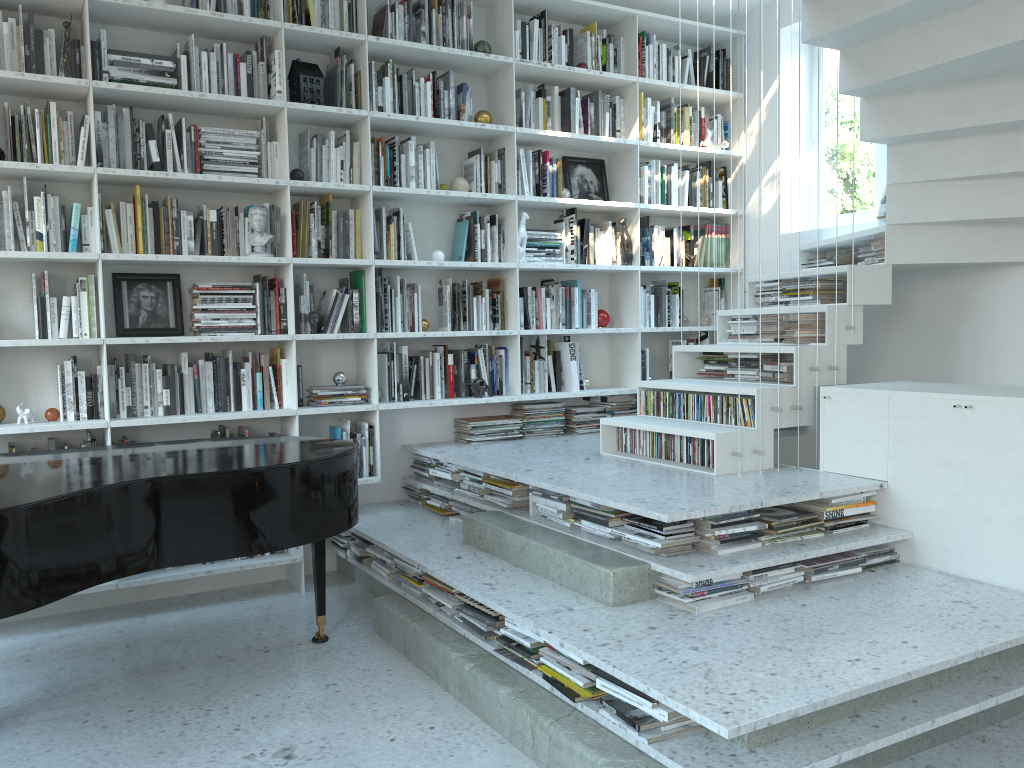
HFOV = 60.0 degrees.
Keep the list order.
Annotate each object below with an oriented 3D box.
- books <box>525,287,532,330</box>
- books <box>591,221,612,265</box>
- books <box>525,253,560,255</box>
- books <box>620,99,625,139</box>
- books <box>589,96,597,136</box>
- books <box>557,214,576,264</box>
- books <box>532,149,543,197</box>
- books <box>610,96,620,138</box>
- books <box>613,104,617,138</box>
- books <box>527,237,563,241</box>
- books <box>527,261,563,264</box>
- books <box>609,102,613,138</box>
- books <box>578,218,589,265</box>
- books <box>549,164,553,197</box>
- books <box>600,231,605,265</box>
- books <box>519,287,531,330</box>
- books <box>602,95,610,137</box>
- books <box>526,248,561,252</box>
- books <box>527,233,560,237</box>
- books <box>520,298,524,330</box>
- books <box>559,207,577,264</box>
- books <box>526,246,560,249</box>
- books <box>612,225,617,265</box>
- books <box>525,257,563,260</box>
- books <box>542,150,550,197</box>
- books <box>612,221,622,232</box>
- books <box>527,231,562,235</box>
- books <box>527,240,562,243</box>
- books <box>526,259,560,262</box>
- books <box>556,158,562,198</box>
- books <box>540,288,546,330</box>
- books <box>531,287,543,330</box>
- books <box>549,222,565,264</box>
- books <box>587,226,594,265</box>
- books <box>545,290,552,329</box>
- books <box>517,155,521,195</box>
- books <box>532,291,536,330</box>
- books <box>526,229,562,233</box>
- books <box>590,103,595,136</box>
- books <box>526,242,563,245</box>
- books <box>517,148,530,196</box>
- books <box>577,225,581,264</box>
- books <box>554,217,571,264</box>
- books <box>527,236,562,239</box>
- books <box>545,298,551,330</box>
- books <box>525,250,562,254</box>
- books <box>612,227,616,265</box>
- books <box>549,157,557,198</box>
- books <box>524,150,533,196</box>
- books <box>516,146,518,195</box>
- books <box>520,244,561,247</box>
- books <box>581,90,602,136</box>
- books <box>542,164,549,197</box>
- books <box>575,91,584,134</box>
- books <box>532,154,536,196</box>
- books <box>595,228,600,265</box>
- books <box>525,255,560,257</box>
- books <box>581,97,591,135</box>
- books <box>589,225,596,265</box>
[{"bbox_3d":[0.069,-0.438,5.156,0.024,0.247,0.143,-3,5,-29],"label":"books"},{"bbox_3d":[0.543,-0.841,5.382,0.021,0.271,0.191,-3,5,-29],"label":"books"},{"bbox_3d":[0.130,-0.752,5.174,0.254,0.012,0.160,-3,4,-27],"label":"books"},{"bbox_3d":[0.626,-1.578,5.395,0.031,0.265,0.169,-3,5,-29],"label":"books"},{"bbox_3d":[0.450,-1.568,5.297,0.023,0.264,0.156,-3,5,-29],"label":"books"},{"bbox_3d":[0.322,-0.844,5.253,0.011,0.300,0.184,-3,5,-29],"label":"books"},{"bbox_3d":[0.125,-1.196,5.134,0.012,0.288,0.176,-3,5,-29],"label":"books"},{"bbox_3d":[0.600,-1.586,5.382,0.026,0.284,0.147,-3,5,-29],"label":"books"},{"bbox_3d":[0.578,-1.560,5.376,0.022,0.234,0.158,-3,5,-29],"label":"books"},{"bbox_3d":[0.134,-0.836,5.163,0.285,0.012,0.159,-3,4,-34],"label":"books"},{"bbox_3d":[0.133,-0.703,5.173,0.285,0.012,0.159,-3,4,-25],"label":"books"},{"bbox_3d":[0.548,-1.562,5.348,0.030,0.241,0.162,-3,5,-29],"label":"books"},{"bbox_3d":[0.394,-0.839,5.307,0.059,0.282,0.167,-3,5,-29],"label":"books"},{"bbox_3d":[0.185,-1.162,5.173,0.033,0.213,0.152,-3,5,-29],"label":"books"},{"bbox_3d":[0.511,-0.812,5.393,0.025,0.213,0.155,-3,5,-29],"label":"books"},{"bbox_3d":[0.043,-0.434,5.129,0.047,0.244,0.177,-3,5,-29],"label":"books"},{"bbox_3d":[0.523,-1.575,5.324,0.036,0.272,0.177,-3,5,-29],"label":"books"},{"bbox_3d":[0.133,-0.775,5.167,0.254,0.012,0.161,-3,4,-34],"label":"books"},{"bbox_3d":[0.131,-0.860,5.168,0.254,0.012,0.160,-3,4,-27],"label":"books"},{"bbox_3d":[0.019,-0.403,5.121,0.022,0.184,0.162,-3,4,-29],"label":"books"},{"bbox_3d":[0.331,-0.864,5.256,0.010,0.339,0.180,-3,5,-29],"label":"books"},{"bbox_3d":[0.128,-0.788,5.175,0.254,0.012,0.160,-3,4,-29],"label":"books"},{"bbox_3d":[0.590,-0.837,5.428,0.024,0.255,0.145,-3,5,-29],"label":"books"},{"bbox_3d":[0.134,-0.727,5.169,0.285,0.012,0.159,-3,4,-24],"label":"books"},{"bbox_3d":[0.166,-1.197,5.155,0.014,0.285,0.175,-3,5,-29],"label":"books"},{"bbox_3d":[0.648,-0.856,5.478,0.029,0.284,0.138,-3,5,-29],"label":"books"},{"bbox_3d":[0.130,-0.873,5.167,0.285,0.012,0.159,-3,4,-31],"label":"books"},{"bbox_3d":[0.131,-0.824,5.170,0.285,0.012,0.159,-3,4,-27],"label":"books"},{"bbox_3d":[0.132,-0.715,5.173,0.254,0.012,0.161,-3,4,-33],"label":"books"},{"bbox_3d":[0.234,-1.179,5.188,0.026,0.244,0.177,-3,5,-29],"label":"books"},{"bbox_3d":[0.138,-0.438,5.193,0.026,0.239,0.177,-3,5,-29],"label":"books"},{"bbox_3d":[0.115,-0.439,5.162,0.045,0.246,0.185,-3,5,-29],"label":"books"},{"bbox_3d":[0.267,-0.819,5.241,0.012,0.254,0.160,-3,5,-29],"label":"books"},{"bbox_3d":[0.439,-0.822,5.340,0.031,0.242,0.147,-3,5,-29],"label":"books"},{"bbox_3d":[0.180,-0.435,5.214,0.012,0.229,0.179,-3,5,-29],"label":"books"},{"bbox_3d":[0.007,-1.170,5.070,0.011,0.248,0.155,-3,5,-29],"label":"books"},{"bbox_3d":[0.090,-0.426,5.155,0.011,0.223,0.162,-3,5,-29],"label":"books"},{"bbox_3d":[0.130,-0.884,5.166,0.285,0.012,0.159,-3,4,-27],"label":"books"},{"bbox_3d":[0.432,-1.543,5.278,0.031,0.217,0.165,-3,5,-29],"label":"books"},{"bbox_3d":[0.133,-0.812,5.169,0.285,0.012,0.159,-3,4,-32],"label":"books"},{"bbox_3d":[0.037,-1.192,5.093,0.065,0.289,0.145,-3,5,-29],"label":"books"},{"bbox_3d":[0.346,-0.814,5.276,0.030,0.237,0.179,-3,5,-29],"label":"books"},{"bbox_3d":[0.299,-0.837,5.271,0.012,0.285,0.159,-3,5,-29],"label":"books"},{"bbox_3d":[0.131,-0.848,5.169,0.285,0.012,0.159,-3,4,-27],"label":"books"},{"bbox_3d":[0.168,-0.410,5.198,0.027,0.182,0.186,-3,4,-29],"label":"books"},{"bbox_3d":[0.130,-0.764,5.174,0.285,0.012,0.159,-3,4,-31],"label":"books"},{"bbox_3d":[0.569,-0.827,5.400,0.041,0.239,0.176,-3,5,-29],"label":"books"},{"bbox_3d":[0.209,-1.183,5.184,0.021,0.253,0.166,-3,5,-29],"label":"books"},{"bbox_3d":[0.070,-1.193,5.119,0.012,0.285,0.159,-3,5,-29],"label":"books"},{"bbox_3d":[-0.009,-1.196,5.070,0.015,0.301,0.140,-3,5,-29],"label":"books"},{"bbox_3d":[0.135,-0.800,5.166,0.254,0.012,0.160,-3,4,-24],"label":"books"},{"bbox_3d":[0.476,-1.584,5.295,0.022,0.295,0.180,-3,5,-29],"label":"books"},{"bbox_3d":[0.161,-1.157,5.141,0.013,0.207,0.189,-3,4,-29],"label":"books"},{"bbox_3d":[0.365,-1.574,5.257,0.048,0.283,0.162,-3,5,-29],"label":"books"},{"bbox_3d":[0.090,-1.186,5.142,0.043,0.269,0.131,-3,5,-29],"label":"books"},{"bbox_3d":[0.484,-0.822,5.385,0.028,0.235,0.129,-3,5,-29],"label":"books"},{"bbox_3d":[0.132,-0.739,5.171,0.254,0.012,0.160,-3,4,-25],"label":"books"},{"bbox_3d":[0.404,-1.552,5.253,0.014,0.240,0.189,-3,5,-29],"label":"books"},{"bbox_3d":[0.457,-0.828,5.371,0.031,0.250,0.133,-3,5,-29],"label":"books"}]
